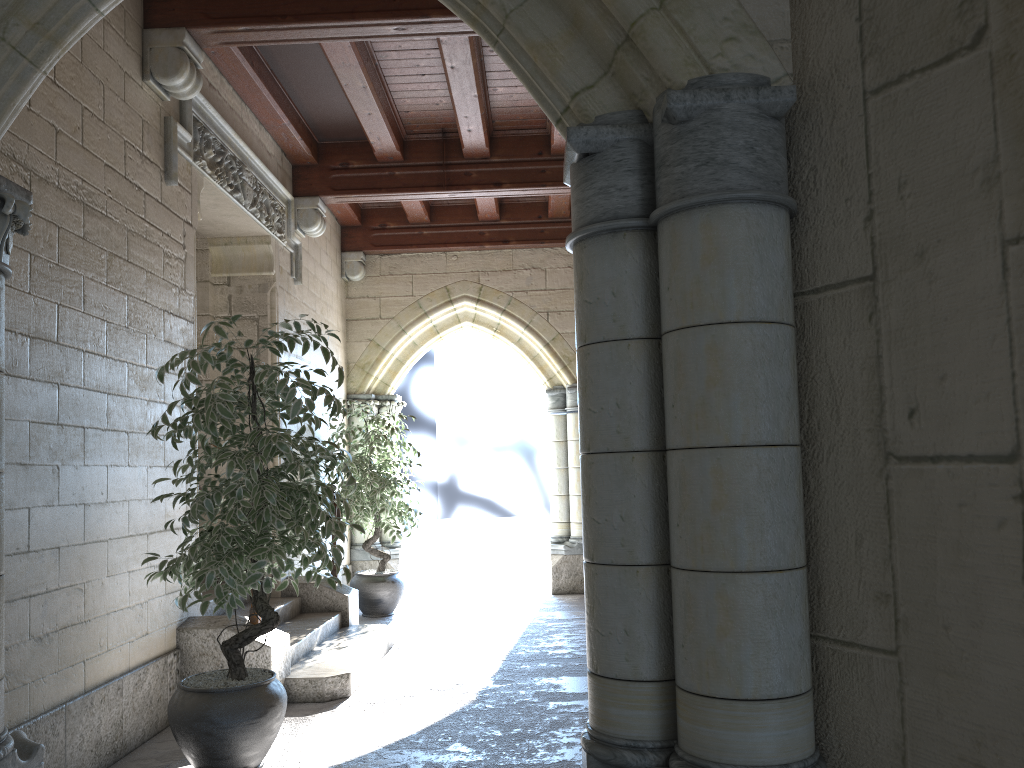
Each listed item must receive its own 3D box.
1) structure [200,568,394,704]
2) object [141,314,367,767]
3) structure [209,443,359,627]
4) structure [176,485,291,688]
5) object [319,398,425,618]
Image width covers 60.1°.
[{"bbox_3d":[-2.032,1.169,4.828,2.573,0.807,1.466,-2,-5,2],"label":"structure"},{"bbox_3d":[-0.931,0.566,3.237,0.788,1.613,0.752,-4,-4,33],"label":"object"},{"bbox_3d":[-1.456,0.994,5.537,0.888,1.258,0.474,-2,-3,2],"label":"structure"},{"bbox_3d":[-1.498,0.853,4.130,0.888,1.258,0.478,-2,-3,2],"label":"structure"},{"bbox_3d":[-1.033,0.909,6.586,0.787,1.613,0.753,-2,-4,-2],"label":"object"}]
